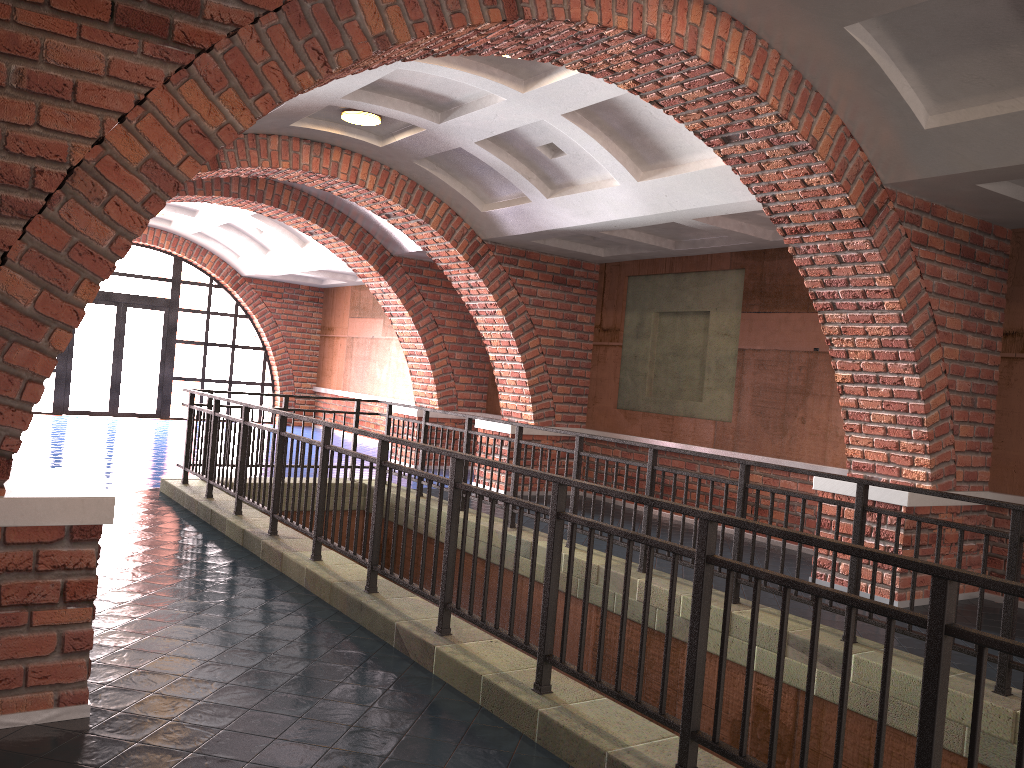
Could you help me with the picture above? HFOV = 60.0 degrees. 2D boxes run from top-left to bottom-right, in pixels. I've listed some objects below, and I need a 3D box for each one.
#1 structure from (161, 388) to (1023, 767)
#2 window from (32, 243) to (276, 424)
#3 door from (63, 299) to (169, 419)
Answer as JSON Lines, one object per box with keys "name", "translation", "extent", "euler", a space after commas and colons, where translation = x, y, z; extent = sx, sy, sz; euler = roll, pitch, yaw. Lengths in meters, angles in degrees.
{"name": "structure", "translation": [0.320, 3.234, 5.225], "extent": [2.464, 5.665, 11.177], "euler": [5, 1, -34]}
{"name": "window", "translation": [-7.544, -1.039, 17.195], "extent": [6.353, 3.471, 0.100], "euler": [5, 1, -34]}
{"name": "door", "translation": [-7.640, -0.476, 17.175], "extent": [1.754, 2.236, 0.040], "euler": [5, 1, -34]}
